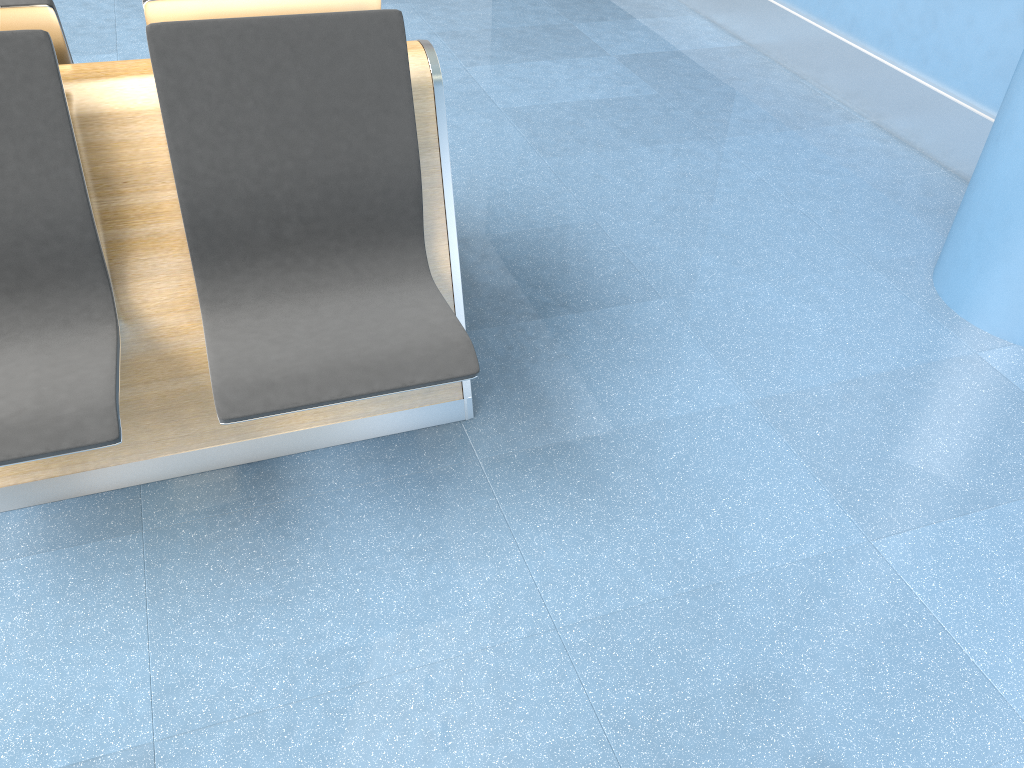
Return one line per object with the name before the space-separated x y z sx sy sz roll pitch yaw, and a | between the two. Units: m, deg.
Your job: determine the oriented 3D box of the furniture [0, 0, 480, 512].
furniture | -1.268 -0.282 1.832 2.281 0.896 1.301 -11 41 -17
